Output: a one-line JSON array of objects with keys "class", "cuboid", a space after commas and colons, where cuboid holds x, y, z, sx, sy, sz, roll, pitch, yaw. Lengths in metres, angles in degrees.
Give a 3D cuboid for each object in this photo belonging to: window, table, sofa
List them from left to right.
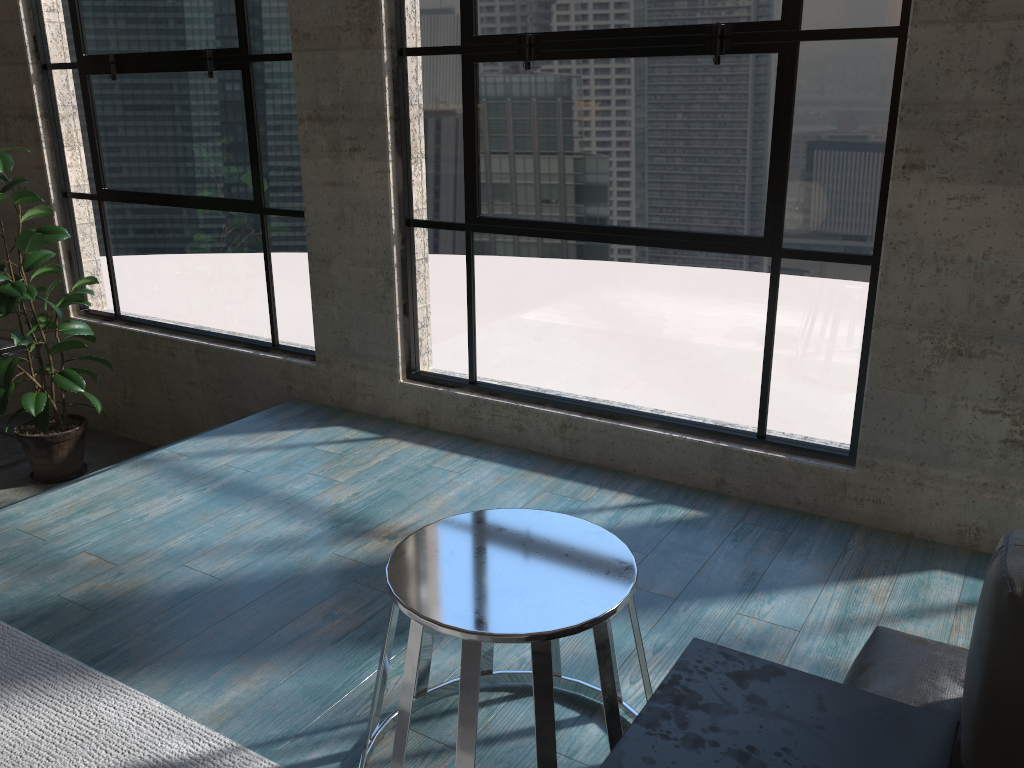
[{"class": "table", "cuboid": [-2.734, 0.087, 4.488, 0.600, 0.563, 0.450, 10, 21, 30]}, {"class": "window", "cuboid": [-1.586, -1.440, 3.967, 1.780, 2.530, 0.081, 10, 21, 30]}, {"class": "table", "cuboid": [0.003, 0.547, 1.655, 0.620, 0.472, 0.620, 12, 21, 33]}, {"class": "window", "cuboid": [0.322, -1.090, 2.838, 1.780, 2.530, 0.081, 10, 21, 30]}, {"class": "table", "cuboid": [0.378, 0.706, 1.305, 0.413, 0.390, 0.420, 10, 21, 30]}, {"class": "sofa", "cuboid": [1.259, 0.724, 0.728, 2.063, 0.680, 1.019, 10, 21, 30]}]

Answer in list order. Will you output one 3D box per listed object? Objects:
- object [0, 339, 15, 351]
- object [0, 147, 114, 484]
[{"class": "object", "cuboid": [-2.717, -0.285, 4.313, 0.546, 0.253, 0.327, 10, 21, 30]}, {"class": "object", "cuboid": [-2.200, -0.276, 4.023, 0.514, 1.552, 0.886, 6, 19, 18]}]
